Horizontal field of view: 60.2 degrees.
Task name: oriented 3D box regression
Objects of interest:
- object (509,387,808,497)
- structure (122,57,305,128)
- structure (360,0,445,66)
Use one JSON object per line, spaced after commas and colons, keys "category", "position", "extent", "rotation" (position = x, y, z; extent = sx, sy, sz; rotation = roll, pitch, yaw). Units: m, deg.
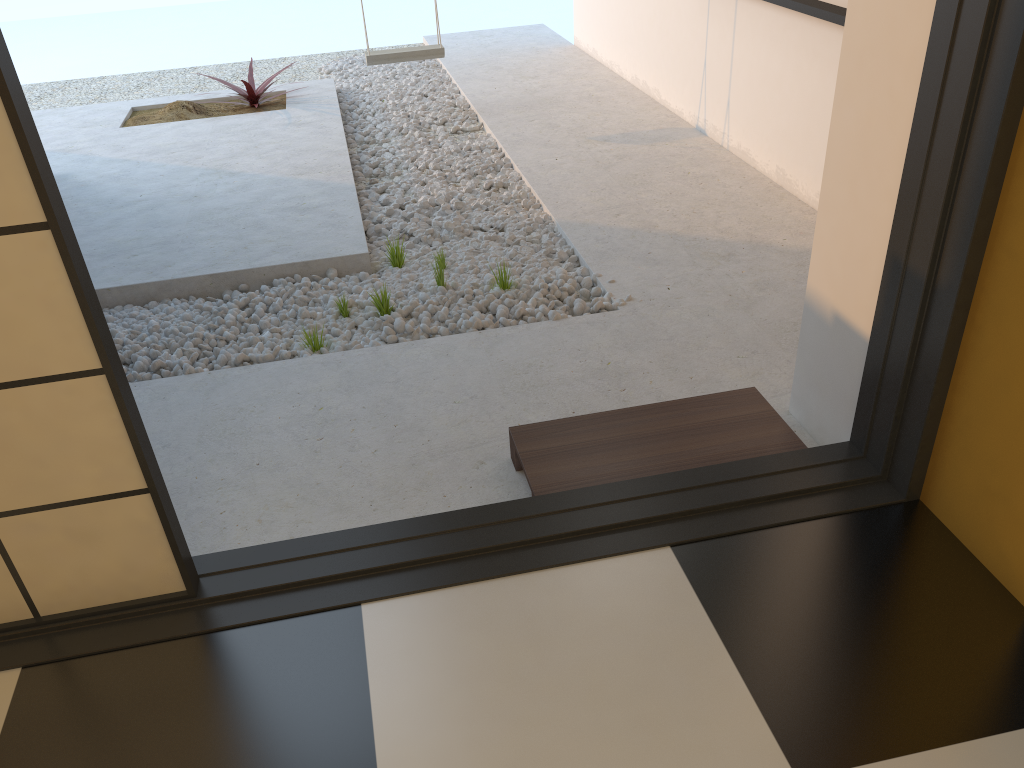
{"category": "object", "position": [0.373, 0.189, 2.306], "extent": [0.701, 0.105, 0.335], "rotation": [-9, 32, -8]}
{"category": "structure", "position": [-1.922, -1.866, 5.719], "extent": [1.201, 0.305, 0.715], "rotation": [-9, 33, -8]}
{"category": "structure", "position": [-0.689, -2.729, 4.717], "extent": [0.461, 1.951, 0.123], "rotation": [-9, 34, -8]}
